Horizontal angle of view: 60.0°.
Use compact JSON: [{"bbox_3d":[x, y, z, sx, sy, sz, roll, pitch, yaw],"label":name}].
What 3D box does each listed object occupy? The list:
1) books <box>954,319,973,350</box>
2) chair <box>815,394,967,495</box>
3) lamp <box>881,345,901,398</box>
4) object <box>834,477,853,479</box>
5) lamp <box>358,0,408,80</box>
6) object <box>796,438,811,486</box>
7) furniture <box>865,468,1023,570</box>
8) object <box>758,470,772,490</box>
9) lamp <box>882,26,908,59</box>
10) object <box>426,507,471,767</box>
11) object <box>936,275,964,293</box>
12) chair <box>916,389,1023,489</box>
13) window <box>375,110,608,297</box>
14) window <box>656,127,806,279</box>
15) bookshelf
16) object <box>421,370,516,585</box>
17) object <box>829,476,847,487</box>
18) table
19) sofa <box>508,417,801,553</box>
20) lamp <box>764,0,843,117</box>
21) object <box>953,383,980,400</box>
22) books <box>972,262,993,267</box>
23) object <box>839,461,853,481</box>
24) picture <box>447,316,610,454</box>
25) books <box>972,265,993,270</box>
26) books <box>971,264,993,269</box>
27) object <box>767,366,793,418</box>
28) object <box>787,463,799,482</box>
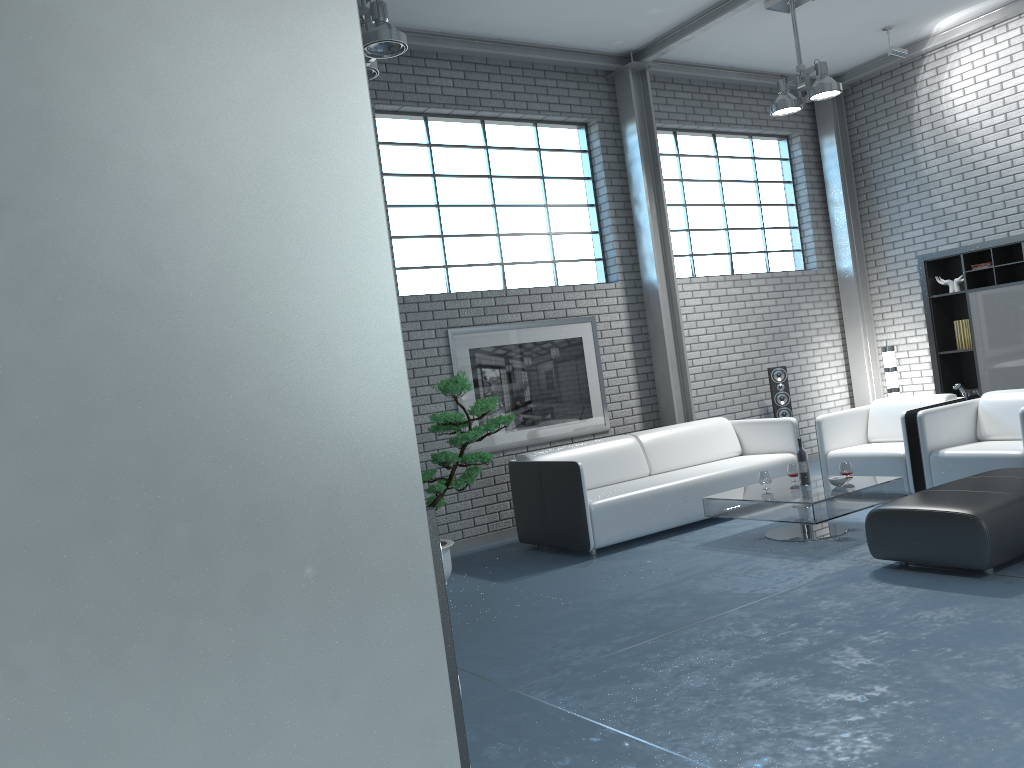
[{"bbox_3d":[4.280,-0.470,8.291,0.195,0.275,0.167,-8,0,-33],"label":"books"},{"bbox_3d":[2.972,0.456,6.861,0.919,0.661,0.767,-8,0,-35],"label":"chair"},{"bbox_3d":[3.721,0.178,8.618,0.140,1.100,0.098,-8,0,19],"label":"lamp"},{"bbox_3d":[2.105,0.612,5.623,0.024,0.052,0.128,-8,0,-40],"label":"object"},{"bbox_3d":[-0.860,-2.243,5.007,0.300,0.872,0.639,-8,0,-33],"label":"lamp"},{"bbox_3d":[1.929,0.515,5.892,0.079,0.316,0.079,-8,0,0],"label":"object"},{"bbox_3d":[2.585,0.686,4.790,1.291,0.301,0.685,-8,0,-33],"label":"furniture"},{"bbox_3d":[1.700,0.645,5.955,0.089,0.120,0.089,-8,0,22],"label":"object"},{"bbox_3d":[3.500,-3.118,8.115,0.166,0.311,0.137,-8,0,-8],"label":"lamp"},{"bbox_3d":[-0.192,0.739,1.439,0.254,1.045,0.159,-8,0,-43],"label":"object"},{"bbox_3d":[4.156,-0.950,8.341,0.106,0.180,0.308,-8,0,-43],"label":"object"},{"bbox_3d":[3.428,0.395,6.091,0.919,0.661,0.767,-8,0,-31],"label":"chair"},{"bbox_3d":[-0.155,-1.517,7.554,2.200,1.500,0.100,-8,0,-33],"label":"window"},{"bbox_3d":[2.165,-1.832,9.090,2.200,1.500,0.100,-8,0,-33],"label":"window"},{"bbox_3d":[4.677,-0.365,7.767,0.419,1.920,1.930,-8,0,-33],"label":"bookshelf"},{"bbox_3d":[-0.466,0.614,5.695,1.032,1.362,0.586,-8,0,16],"label":"object"},{"bbox_3d":[2.079,0.626,5.655,0.108,0.056,0.108,-8,0,-37],"label":"object"},{"bbox_3d":[1.913,0.828,5.823,0.900,0.300,0.900,-8,0,-33],"label":"table"},{"bbox_3d":[1.152,0.702,6.859,2.238,0.661,0.919,-8,0,-33],"label":"sofa"},{"bbox_3d":[2.289,-2.670,7.091,0.300,0.872,0.639,-8,0,-33],"label":"lamp"},{"bbox_3d":[4.317,0.093,8.360,0.285,0.229,0.095,-8,0,12],"label":"object"},{"bbox_3d":[4.310,-1.090,8.093,0.190,0.015,0.135,-8,0,36],"label":"books"},{"bbox_3d":[2.212,0.576,5.870,0.089,0.120,0.089,-8,0,22],"label":"object"},{"bbox_3d":[0.175,-0.009,7.386,1.490,1.015,0.020,-8,0,-33],"label":"picture"},{"bbox_3d":[4.319,-1.061,8.076,0.135,0.015,0.190,-8,0,-39],"label":"books"},{"bbox_3d":[4.314,-1.076,8.084,0.135,0.015,0.190,-8,0,-29],"label":"books"},{"bbox_3d":[2.611,0.356,8.512,0.159,1.045,0.254,-8,0,12],"label":"object"},{"bbox_3d":[1.945,0.612,6.120,0.089,0.120,0.089,-8,0,22],"label":"object"}]
